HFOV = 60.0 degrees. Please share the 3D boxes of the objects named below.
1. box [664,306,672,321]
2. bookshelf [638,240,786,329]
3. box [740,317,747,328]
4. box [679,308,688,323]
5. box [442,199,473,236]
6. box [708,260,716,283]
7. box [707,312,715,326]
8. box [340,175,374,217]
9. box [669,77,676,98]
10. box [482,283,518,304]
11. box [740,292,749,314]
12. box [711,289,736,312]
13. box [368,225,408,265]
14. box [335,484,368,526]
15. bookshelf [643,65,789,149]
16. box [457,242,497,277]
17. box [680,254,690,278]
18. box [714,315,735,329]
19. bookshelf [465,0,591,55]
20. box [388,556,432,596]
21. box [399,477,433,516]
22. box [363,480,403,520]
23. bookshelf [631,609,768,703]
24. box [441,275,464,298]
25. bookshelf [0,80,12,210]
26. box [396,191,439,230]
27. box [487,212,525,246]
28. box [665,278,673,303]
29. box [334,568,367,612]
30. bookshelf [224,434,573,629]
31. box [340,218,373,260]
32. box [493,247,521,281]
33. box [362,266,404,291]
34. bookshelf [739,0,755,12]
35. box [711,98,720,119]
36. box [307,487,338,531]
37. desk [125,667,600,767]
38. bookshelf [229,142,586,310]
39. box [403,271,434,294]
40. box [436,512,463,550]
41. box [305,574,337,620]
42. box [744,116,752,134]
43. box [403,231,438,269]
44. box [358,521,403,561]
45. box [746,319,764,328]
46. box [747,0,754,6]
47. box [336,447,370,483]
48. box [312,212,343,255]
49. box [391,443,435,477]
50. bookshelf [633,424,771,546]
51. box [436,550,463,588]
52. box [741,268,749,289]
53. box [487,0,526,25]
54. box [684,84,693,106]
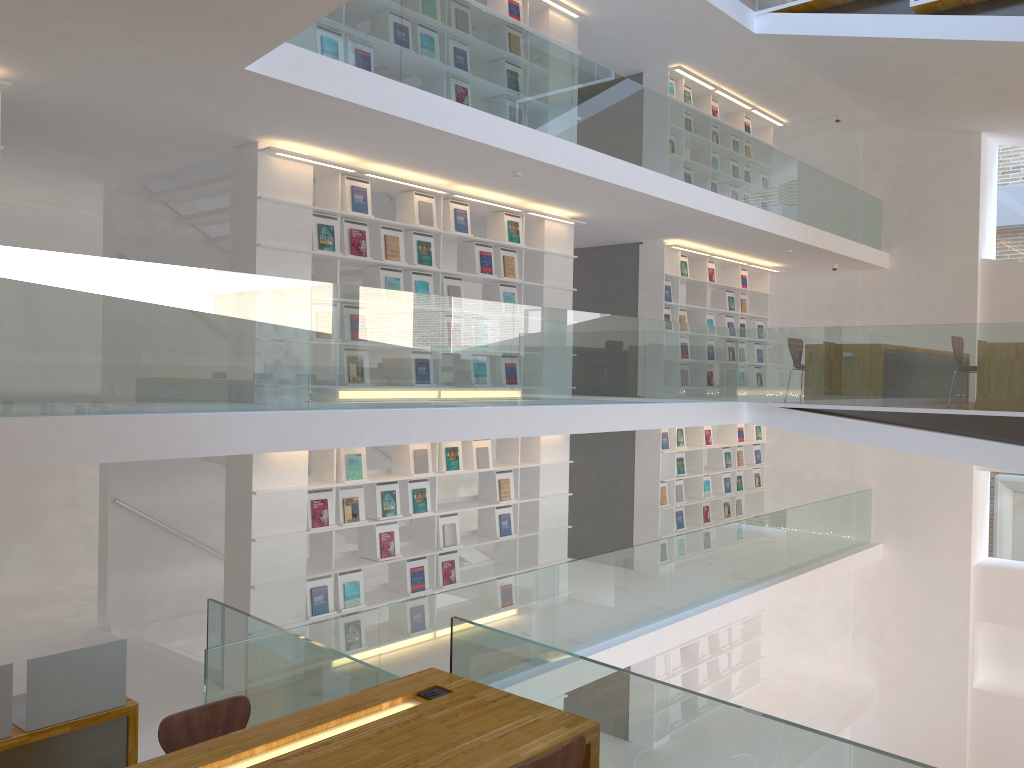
[{"bbox_3d":[1.752,-0.770,10.528,0.274,0.296,0.245,2,1,41],"label":"box"},{"bbox_3d":[2.655,-0.747,11.466,0.498,1.836,2.984,2,1,41],"label":"bookshelf"},{"bbox_3d":[3.038,-0.759,12.013,0.274,0.296,0.245,2,1,41],"label":"box"},{"bbox_3d":[1.998,-0.768,10.812,0.274,0.296,0.245,2,1,41],"label":"box"},{"bbox_3d":[-0.519,-1.446,7.787,0.274,0.296,0.245,2,1,41],"label":"box"},{"bbox_3d":[2.455,-1.422,11.316,0.274,0.296,0.245,2,1,41],"label":"box"},{"bbox_3d":[2.455,-0.764,11.340,0.274,0.296,0.245,2,1,41],"label":"box"},{"bbox_3d":[-1.257,-1.452,6.934,0.274,0.296,0.245,2,1,41],"label":"box"},{"bbox_3d":[1.790,-3.473,10.485,0.274,0.296,0.245,2,1,41],"label":"box"},{"bbox_3d":[-0.097,-0.785,8.295,0.274,0.296,0.245,2,1,41],"label":"box"},{"bbox_3d":[3.050,-1.088,12.017,0.274,0.296,0.245,2,1,41],"label":"box"},{"bbox_3d":[2.814,-1.089,11.744,0.274,0.296,0.245,2,1,41],"label":"box"},{"bbox_3d":[-1.029,-1.121,7.208,0.274,0.296,0.245,2,1,41],"label":"box"},{"bbox_3d":[-1.313,0.937,6.965,0.274,0.296,0.245,2,1,41],"label":"box"},{"bbox_3d":[2.694,-2.793,11.446,0.498,1.836,2.984,2,1,41],"label":"bookshelf"},{"bbox_3d":[-0.314,-1.118,8.034,0.274,0.296,0.245,2,1,41],"label":"box"},{"bbox_3d":[2.010,-1.425,10.804,0.274,0.296,0.245,2,1,41],"label":"box"},{"bbox_3d":[2.807,-0.761,11.747,0.274,0.296,0.245,2,1,41],"label":"box"},{"bbox_3d":[-0.622,-2.821,7.620,0.498,1.836,3.666,2,1,41],"label":"bookshelf"},{"bbox_3d":[-0.859,1.599,7.492,0.274,0.296,0.245,2,1,41],"label":"box"},{"bbox_3d":[-0.843,0.941,7.489,0.274,0.296,0.245,2,1,41],"label":"box"},{"bbox_3d":[-1.069,0.932,7.227,0.274,0.296,0.245,2,1,41],"label":"box"},{"bbox_3d":[2.575,3.350,11.505,0.498,1.836,2.984,2,1,41],"label":"bookshelf"},{"bbox_3d":[-0.571,-0.788,7.748,0.274,0.296,0.245,2,1,41],"label":"box"},{"bbox_3d":[-3.910,-0.803,3.882,0.498,1.836,2.984,2,1,41],"label":"bookshelf"},{"bbox_3d":[-0.792,-1.448,7.471,0.274,0.296,0.245,2,1,41],"label":"box"},{"bbox_3d":[-0.053,-1.442,8.325,0.274,0.296,0.245,2,1,41],"label":"box"},{"bbox_3d":[1.754,-1.099,10.520,0.274,0.296,0.245,2,1,41],"label":"box"},{"bbox_3d":[-1.319,1.595,6.960,0.274,0.296,0.245,2,1,41],"label":"box"},{"bbox_3d":[-0.740,1.285,7.692,0.397,1.836,3.666,2,1,41],"label":"bookshelf"},{"bbox_3d":[-1.273,-1.123,6.945,0.274,0.296,0.245,2,1,41],"label":"box"},{"bbox_3d":[-0.092,-1.113,8.291,0.274,0.296,0.245,2,1,41],"label":"box"},{"bbox_3d":[-1.034,-0.792,7.213,0.274,0.296,0.245,2,1,41],"label":"box"},{"bbox_3d":[2.734,-4.808,11.427,0.498,1.836,2.984,2,1,41],"label":"bookshelf"},{"bbox_3d":[2.495,-3.469,11.296,0.274,0.296,0.245,2,1,41],"label":"box"},{"bbox_3d":[-1.503,0.935,6.727,0.274,0.296,0.245,2,1,41],"label":"box"},{"bbox_3d":[-1.241,1.501,2.030,1.285,0.918,3.236,2,1,41],"label":"desk"},{"bbox_3d":[-0.662,-0.774,7.640,0.498,1.836,3.666,2,1,41],"label":"bookshelf"},{"bbox_3d":[-0.813,-0.790,7.469,0.274,0.296,0.245,2,1,41],"label":"box"},{"bbox_3d":[-0.611,1.272,7.768,0.274,0.296,0.245,2,1,41],"label":"box"},{"bbox_3d":[-1.513,1.593,6.736,0.274,0.296,0.245,2,1,41],"label":"box"},{"bbox_3d":[3.097,-3.462,11.995,0.274,0.296,0.245,2,1,41],"label":"box"},{"bbox_3d":[-0.803,-1.119,7.469,0.274,0.296,0.245,2,1,41],"label":"box"},{"bbox_3d":[-1.072,1.261,7.235,0.274,0.296,0.245,2,1,41],"label":"box"},{"bbox_3d":[3.388,-0.757,12.418,0.274,0.296,0.245,2,1,41],"label":"box"},{"bbox_3d":[3.129,-5.149,11.979,0.274,0.296,0.245,2,1,41],"label":"box"},{"bbox_3d":[-1.297,0.608,6.954,0.274,0.296,0.245,2,1,41],"label":"box"},{"bbox_3d":[-1.462,-1.126,6.708,0.274,0.296,0.245,2,1,41],"label":"box"},{"bbox_3d":[-0.832,0.613,7.491,0.274,0.296,0.245,2,1,41],"label":"box"},{"bbox_3d":[2.614,1.313,11.485,0.498,1.836,2.984,2,1,41],"label":"bookshelf"},{"bbox_3d":[-0.614,1.601,7.775,0.274,0.296,0.245,2,1,41],"label":"box"},{"bbox_3d":[3.057,-1.416,12.014,0.274,0.296,0.245,2,1,41],"label":"box"},{"bbox_3d":[-0.050,-3.488,8.263,0.274,0.296,0.245,2,1,41],"label":"box"},{"bbox_3d":[2.050,-3.471,10.785,0.274,0.296,0.245,2,1,41],"label":"box"}]
